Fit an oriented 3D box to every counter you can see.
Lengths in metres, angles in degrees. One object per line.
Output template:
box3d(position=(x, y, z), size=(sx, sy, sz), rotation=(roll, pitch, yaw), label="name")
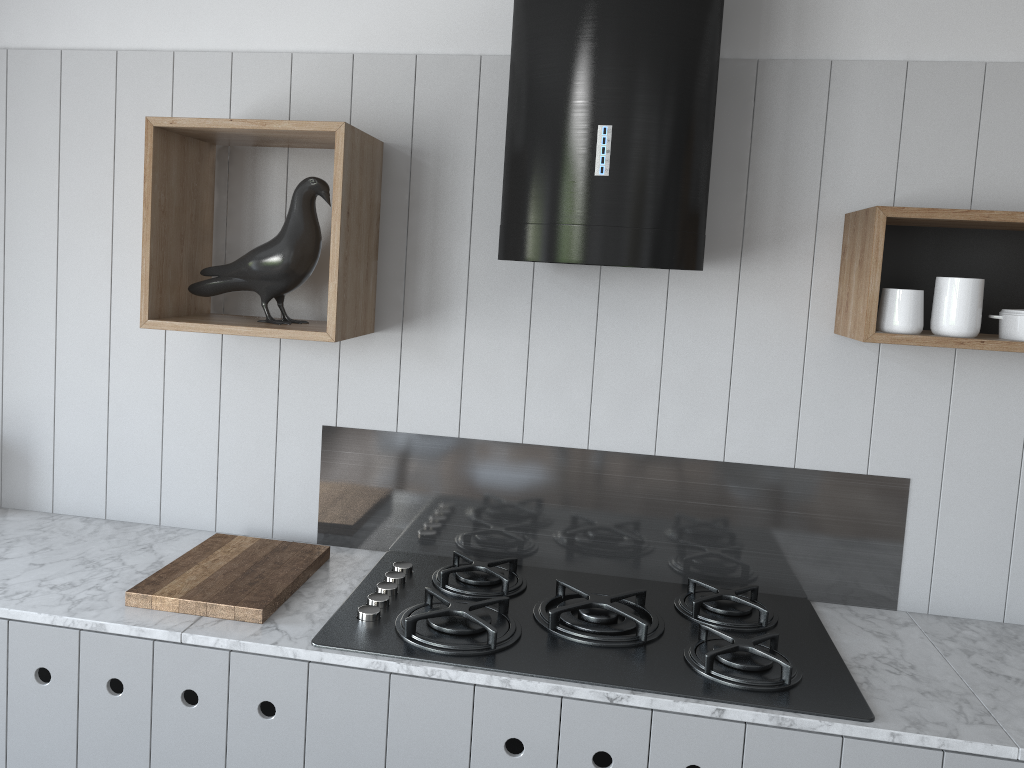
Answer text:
box3d(position=(1.032, 0.564, 1.646), size=(6.182, 0.020, 0.577), rotation=(5, 8, 10), label="counter")

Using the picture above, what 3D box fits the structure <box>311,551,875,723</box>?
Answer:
box3d(position=(0.149, 0.461, 1.803), size=(0.992, 0.048, 0.552), rotation=(4, 8, 9), label="structure")

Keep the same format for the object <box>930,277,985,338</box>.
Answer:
box3d(position=(0.860, -0.147, 1.707), size=(0.087, 0.115, 0.085), rotation=(4, 6, 8), label="object")

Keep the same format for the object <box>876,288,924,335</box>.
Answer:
box3d(position=(0.760, -0.141, 1.726), size=(0.086, 0.088, 0.081), rotation=(9, 9, 44), label="object")

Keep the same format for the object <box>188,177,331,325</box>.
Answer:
box3d(position=(-0.579, -0.310, 2.022), size=(0.338, 0.333, 0.138), rotation=(4, 5, 11), label="object")

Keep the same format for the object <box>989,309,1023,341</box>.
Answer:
box3d(position=(1.005, -0.120, 1.710), size=(0.127, 0.073, 0.110), rotation=(2, 7, -13), label="object")

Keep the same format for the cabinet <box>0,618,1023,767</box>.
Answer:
box3d(position=(0.974, 0.984, 1.399), size=(6.178, 0.745, 0.010), rotation=(5, 5, 10), label="cabinet")

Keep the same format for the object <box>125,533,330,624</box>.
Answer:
box3d(position=(-0.599, 0.413, 1.924), size=(0.293, 0.030, 0.399), rotation=(4, 8, 8), label="object")

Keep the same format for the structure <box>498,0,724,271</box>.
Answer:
box3d(position=(0.205, -0.674, 1.775), size=(0.403, 0.865, 0.427), rotation=(0, 7, -35), label="structure")

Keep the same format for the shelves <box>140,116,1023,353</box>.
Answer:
box3d(position=(0.998, -0.253, 1.729), size=(3.610, 0.794, 0.298), rotation=(4, 5, 10), label="shelves")
